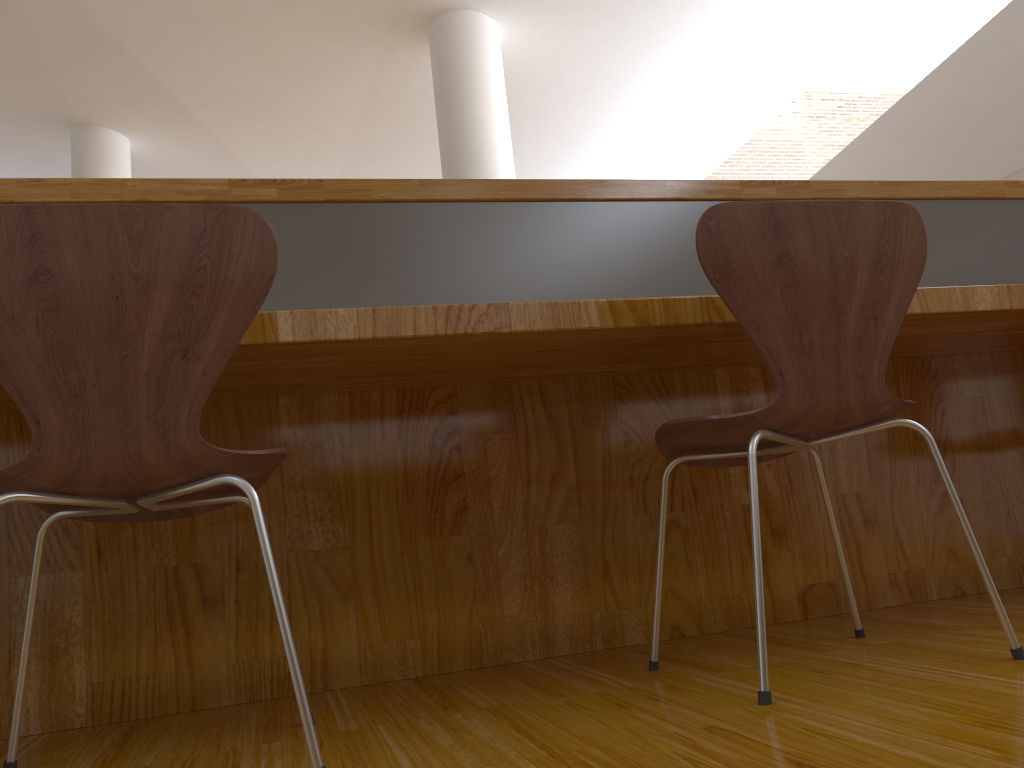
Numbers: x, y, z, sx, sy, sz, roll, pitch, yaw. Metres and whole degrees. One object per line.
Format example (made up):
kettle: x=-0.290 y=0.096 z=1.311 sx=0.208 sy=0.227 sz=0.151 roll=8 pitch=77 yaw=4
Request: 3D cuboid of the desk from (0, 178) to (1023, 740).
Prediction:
desk: x=0.109 y=0.065 z=2.040 sx=3.216 sy=1.022 sz=1.248 roll=-4 pitch=-10 yaw=-16

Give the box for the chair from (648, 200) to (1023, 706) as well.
chair: x=0.443 y=0.102 z=1.427 sx=0.428 sy=0.693 sz=0.381 roll=-4 pitch=-10 yaw=-16

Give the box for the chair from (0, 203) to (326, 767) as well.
chair: x=-0.492 y=0.160 z=1.167 sx=0.428 sy=0.693 sz=0.381 roll=-4 pitch=-10 yaw=-16
